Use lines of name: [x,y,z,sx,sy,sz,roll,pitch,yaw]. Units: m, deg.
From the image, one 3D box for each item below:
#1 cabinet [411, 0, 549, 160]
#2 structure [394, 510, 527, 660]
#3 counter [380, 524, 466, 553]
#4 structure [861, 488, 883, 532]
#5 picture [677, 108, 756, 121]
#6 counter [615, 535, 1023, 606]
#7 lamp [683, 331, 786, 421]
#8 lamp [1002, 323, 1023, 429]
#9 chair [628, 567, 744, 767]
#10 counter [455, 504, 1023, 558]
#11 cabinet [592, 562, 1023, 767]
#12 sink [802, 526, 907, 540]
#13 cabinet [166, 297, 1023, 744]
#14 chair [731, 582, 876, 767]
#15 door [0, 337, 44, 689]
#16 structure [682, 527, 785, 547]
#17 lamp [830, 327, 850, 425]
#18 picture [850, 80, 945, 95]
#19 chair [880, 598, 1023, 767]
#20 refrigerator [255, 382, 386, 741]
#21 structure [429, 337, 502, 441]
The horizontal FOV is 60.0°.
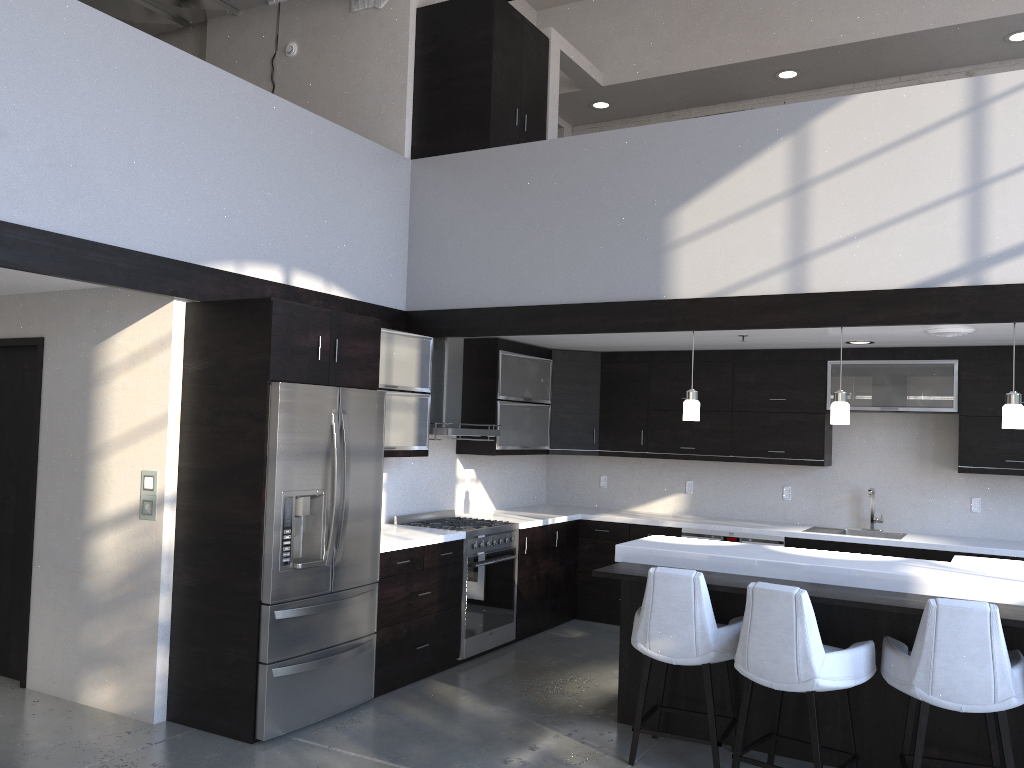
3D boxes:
cabinet: [-0.237,-1.618,6.669,0.684,2.231,0.838,1,-3,29]
structure: [-0.355,1.395,6.362,0.621,0.902,0.845,1,-3,29]
counter: [-0.825,0.972,5.636,0.676,0.047,0.920,0,-3,29]
structure: [2.748,0.965,6.781,0.149,0.328,0.225,1,-3,29]
picture: [1.850,-1.870,8.089,0.731,1.182,0.049,1,-2,29]
counter: [1.802,0.965,4.738,2.293,0.095,0.977,0,-3,29]
lamp: [1.596,-0.030,6.185,0.124,0.623,1.953,1,-3,32]
lamp: [3.053,-0.024,5.364,0.124,0.623,1.949,1,-3,30]
chair: [0.843,1.375,4.344,0.579,0.984,0.502,1,-3,26]
counter: [1.740,1.105,6.563,4.237,0.045,1.710,0,-3,29]
cabinet: [1.900,1.450,4.430,2.691,0.910,1.371,0,-3,29]
sink: [2.564,1.195,6.634,0.676,0.168,0.475,0,-3,29]
cabinet: [1.128,0.775,5.476,4.231,2.313,4.278,0,-3,29]
chair: [1.257,1.369,3.956,0.579,0.984,0.501,0,-3,41]
door: [-3.025,0.761,5.397,0.750,2.057,0.271,1,-2,29]
structure: [1.840,1.546,7.074,0.784,0.789,0.783,0,-3,29]
lamp: [1.849,-0.084,4.983,0.100,0.623,0.100,0,-3,35]
picture: [3.174,-1.865,7.342,0.731,1.182,0.049,1,-2,29]
chair: [1.879,1.379,3.759,0.579,0.984,0.502,1,-2,21]
refrigerator: [-1.255,0.901,4.861,0.820,1.771,0.853,1,-3,29]
structure: [-0.439,-0.057,6.437,0.489,0.929,0.727,1,-3,29]
